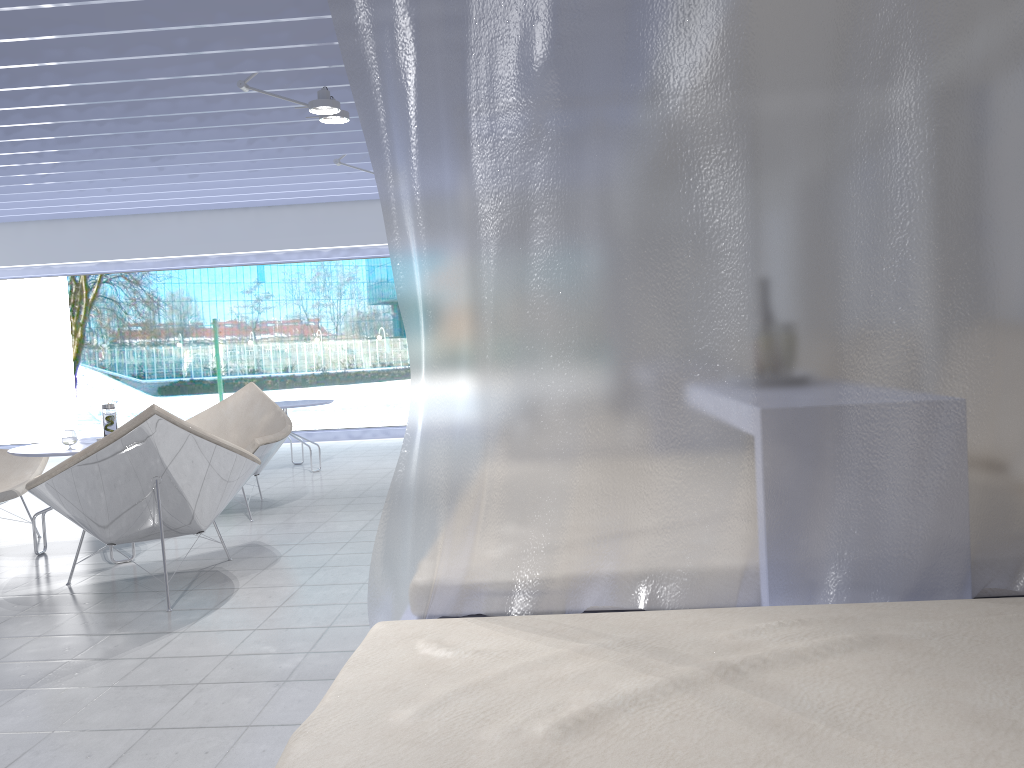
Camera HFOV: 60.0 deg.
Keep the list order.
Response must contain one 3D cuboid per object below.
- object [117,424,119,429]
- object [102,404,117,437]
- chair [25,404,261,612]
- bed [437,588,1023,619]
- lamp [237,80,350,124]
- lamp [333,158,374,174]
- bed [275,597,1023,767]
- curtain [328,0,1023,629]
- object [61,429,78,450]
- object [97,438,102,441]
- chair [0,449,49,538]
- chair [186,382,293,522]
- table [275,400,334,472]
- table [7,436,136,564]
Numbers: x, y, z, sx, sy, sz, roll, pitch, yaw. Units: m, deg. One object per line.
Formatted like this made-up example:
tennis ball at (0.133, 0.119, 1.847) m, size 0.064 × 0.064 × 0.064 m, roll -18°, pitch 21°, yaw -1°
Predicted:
object at (-2.084, 0.233, 4.614) m, size 0.068 × 0.091 × 0.068 m, roll -2°, pitch 3°, yaw 26°
object at (-1.981, 0.190, 4.368) m, size 0.075 × 0.189 × 0.075 m, roll -3°, pitch 3°, yaw -5°
chair at (-1.441, 0.446, 3.559) m, size 0.906 × 0.759 × 0.753 m, roll -4°, pitch 3°, yaw -27°
bed at (0.808, 0.528, 2.885) m, size 2.022 × 0.422 × 2.200 m, roll -3°, pitch 3°, yaw 3°
lamp at (-1.232, -1.598, 4.963) m, size 0.587 × 0.218 × 0.380 m, roll -3°, pitch 3°, yaw 3°
lamp at (-1.119, -1.697, 7.067) m, size 0.587 × 0.218 × 0.380 m, roll -3°, pitch 3°, yaw 3°
bed at (0.673, 0.630, 0.681) m, size 2.016 × 0.427 × 2.200 m, roll -3°, pitch 3°, yaw 3°
curtain at (0.636, -0.310, 1.750) m, size 2.050 × 1.552 × 0.151 m, roll -3°, pitch 3°, yaw 3°
object at (-2.019, 0.255, 4.047) m, size 0.068 × 0.091 × 0.068 m, roll -1°, pitch 3°, yaw 32°
object at (-1.866, 0.269, 4.081) m, size 0.082 × 0.043 × 0.082 m, roll -4°, pitch 3°, yaw -29°
chair at (-2.904, 0.483, 4.453) m, size 0.753 × 0.759 × 0.906 m, roll -3°, pitch 3°, yaw -1°
chair at (-1.711, 0.382, 5.327) m, size 0.906 × 0.759 × 0.753 m, roll -2°, pitch 3°, yaw 14°
table at (-1.825, 0.424, 7.078) m, size 0.823 × 0.534 × 0.825 m, roll -5°, pitch 3°, yaw -40°
table at (-1.989, 0.553, 4.362) m, size 0.825 × 0.534 × 0.823 m, roll -3°, pitch 3°, yaw -6°
